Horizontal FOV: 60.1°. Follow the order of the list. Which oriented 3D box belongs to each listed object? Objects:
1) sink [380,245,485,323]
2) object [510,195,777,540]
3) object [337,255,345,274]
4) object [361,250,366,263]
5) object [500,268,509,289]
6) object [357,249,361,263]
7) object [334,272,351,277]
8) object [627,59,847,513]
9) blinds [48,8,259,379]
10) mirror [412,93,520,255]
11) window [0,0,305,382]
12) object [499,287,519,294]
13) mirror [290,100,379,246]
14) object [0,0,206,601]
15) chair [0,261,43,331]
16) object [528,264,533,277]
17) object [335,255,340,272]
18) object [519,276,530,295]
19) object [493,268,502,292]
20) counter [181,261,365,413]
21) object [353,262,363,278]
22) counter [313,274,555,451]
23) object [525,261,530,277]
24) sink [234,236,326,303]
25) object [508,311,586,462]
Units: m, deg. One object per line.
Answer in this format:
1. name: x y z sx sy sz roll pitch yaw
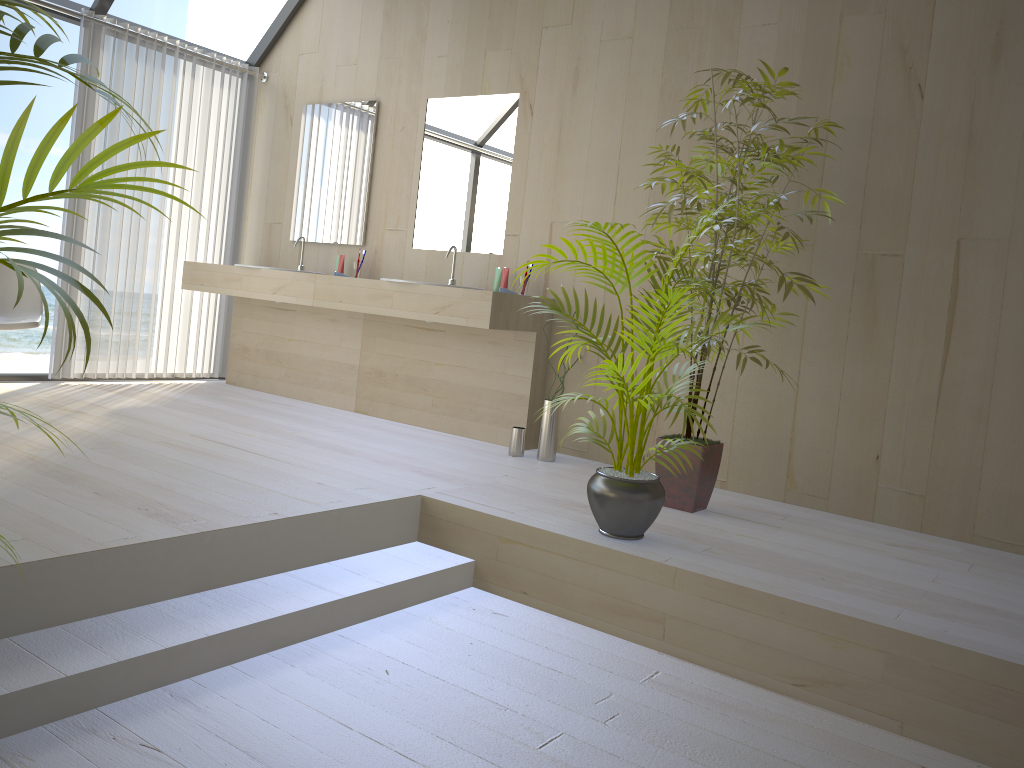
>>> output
1. sink: -0.414 -0.530 4.612 0.576 0.418 0.503 9 5 39
2. object: 0.386 -0.076 2.892 0.914 1.155 0.754 5 3 -21
3. object: -1.013 -0.697 5.246 0.039 0.134 0.039 6 2 -6
4. object: -0.897 -0.708 5.239 0.053 0.175 0.012 5 2 -29
5. object: -0.038 -0.529 4.547 0.039 0.134 0.039 6 2 -13
6. object: -0.903 -0.707 5.203 0.012 0.178 0.050 6 2 -16
7. object: -0.989 -0.638 5.172 0.104 0.029 0.033 5 4 -14
8. object: 0.816 -0.376 3.517 0.785 1.753 0.939 5 3 -30
9. blinds: -2.156 -1.065 5.424 0.084 2.066 1.181 7 3 35
10. mirror: -0.260 -1.165 4.922 0.656 0.867 0.023 8 3 35
11. window: -2.901 -1.358 3.984 0.748 2.807 4.557 8 4 35
12. object: -0.014 -0.470 4.473 0.104 0.029 0.033 5 4 -14
13. mirror: -1.113 -1.309 5.500 0.656 0.867 0.023 8 3 35
14. object: -0.924 -0.150 1.185 0.875 1.342 1.065 7 3 24
15. chair: -2.534 -0.442 4.395 0.368 0.346 0.456 4 4 -26
16. object: 0.078 -0.540 4.540 0.053 0.175 0.012 5 2 -29
17. object: -1.049 -0.711 5.353 0.039 0.134 0.039 6 2 -6
18. object: 0.060 -0.500 4.534 0.058 0.100 0.059 4 4 -44
19. object: -0.074 -0.543 4.654 0.039 0.134 0.039 6 2 -13
20. counter: -1.433 -0.292 5.382 1.210 0.789 0.550 9 4 35
21. object: -0.915 -0.668 5.233 0.059 0.100 0.058 8 4 42
22. counter: -0.458 -0.124 4.683 1.210 0.789 0.550 9 4 35
23. object: 0.072 -0.539 4.504 0.012 0.178 0.050 6 2 -16
24. sink: -1.389 -0.698 5.311 0.576 0.418 0.503 9 5 39
25. object: 0.203 -0.006 4.349 0.274 0.747 0.406 7 3 23
